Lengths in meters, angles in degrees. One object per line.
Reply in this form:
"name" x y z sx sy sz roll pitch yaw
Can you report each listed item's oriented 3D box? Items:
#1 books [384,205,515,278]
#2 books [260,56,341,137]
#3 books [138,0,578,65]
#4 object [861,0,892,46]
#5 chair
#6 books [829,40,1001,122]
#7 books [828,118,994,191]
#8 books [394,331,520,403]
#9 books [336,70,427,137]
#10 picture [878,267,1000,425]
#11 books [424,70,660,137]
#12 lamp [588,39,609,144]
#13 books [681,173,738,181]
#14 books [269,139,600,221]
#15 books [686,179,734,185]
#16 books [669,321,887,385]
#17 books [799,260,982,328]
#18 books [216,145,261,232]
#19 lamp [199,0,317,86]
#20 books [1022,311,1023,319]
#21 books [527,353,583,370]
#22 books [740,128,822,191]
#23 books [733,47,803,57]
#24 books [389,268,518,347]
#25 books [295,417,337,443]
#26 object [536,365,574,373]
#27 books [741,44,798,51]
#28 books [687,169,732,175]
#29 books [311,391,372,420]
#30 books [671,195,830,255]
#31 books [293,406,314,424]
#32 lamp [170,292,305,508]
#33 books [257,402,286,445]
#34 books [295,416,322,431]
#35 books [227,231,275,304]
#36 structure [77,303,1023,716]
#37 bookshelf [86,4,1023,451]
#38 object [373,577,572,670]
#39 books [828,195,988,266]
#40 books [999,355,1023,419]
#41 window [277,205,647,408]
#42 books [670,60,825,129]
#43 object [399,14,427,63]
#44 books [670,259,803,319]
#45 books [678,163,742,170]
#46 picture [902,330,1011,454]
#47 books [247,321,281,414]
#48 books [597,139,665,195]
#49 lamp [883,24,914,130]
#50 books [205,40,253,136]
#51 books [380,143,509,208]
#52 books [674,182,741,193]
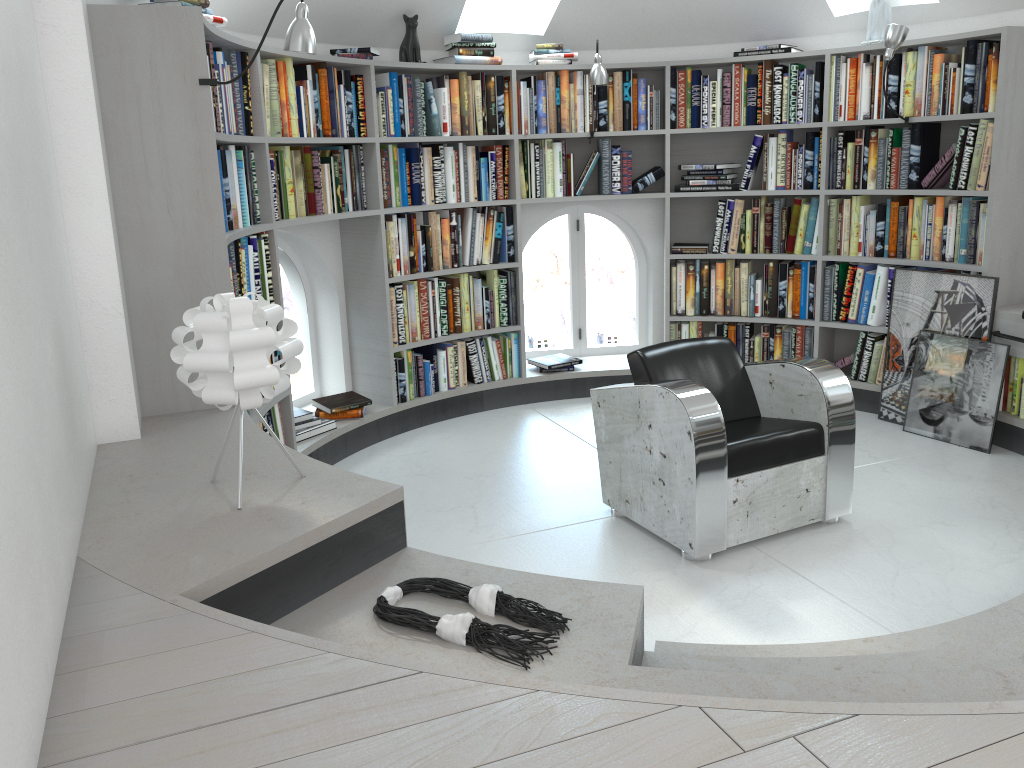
"books" -0.420 -0.860 5.262 1.000 0.349 0.298 -13 17 -37
"books" -1.127 -1.372 4.285 0.269 0.370 0.797 3 15 21
"books" -0.683 -1.757 4.525 0.749 0.172 2.827 9 18 38
"object" 2.004 -2.084 4.819 0.179 0.469 0.180 -5 13 -12
"chair" 0.875 0.214 3.767 0.824 0.715 0.745 -9 15 -26
"books" 2.190 -1.613 4.748 0.293 0.360 1.017 -13 18 -38
"books" 2.210 -1.238 4.824 0.280 0.356 1.056 -12 17 -34
"books" -0.394 -0.132 5.424 1.022 0.304 0.289 -13 17 -35
"books" -0.777 -1.520 4.855 0.265 0.344 0.685 11 19 44
"picture" 2.258 -0.168 4.736 0.090 0.857 0.581 -10 15 -30
"books" 0.165 -1.692 5.347 1.567 0.364 0.396 -6 14 -16
"lamp" 0.465 -1.696 5.174 0.113 0.563 0.360 -5 14 -14
"books" 1.237 -1.296 5.544 0.286 0.031 0.271 6 16 28
"books" -0.507 -1.159 4.949 2.537 0.368 0.593 -14 18 -39
"books" 1.238 -1.266 5.550 0.286 0.031 0.271 1 15 13
"books" 1.670 -0.235 5.508 1.499 0.309 0.361 6 16 30
"books" 2.193 -0.506 5.037 0.305 0.356 1.188 -13 18 -39
"books" -1.236 -0.769 3.520 0.303 0.345 1.095 -3 14 -6
"lamp" -0.884 -1.187 3.053 0.414 0.310 0.117 -8 14 -24
"books" 2.660 -0.308 4.093 0.366 0.042 0.390 -8 15 -21
"books" 0.279 -0.147 5.795 0.269 0.029 0.254 -11 17 -30
"books" 1.657 -1.346 5.326 0.553 0.348 0.257 4 15 24
"books" 1.530 -1.959 5.275 0.336 0.036 0.318 6 17 30
"books" -0.396 -0.488 5.357 1.034 0.355 0.294 -12 17 -35
"books" -1.184 0.233 4.626 0.388 0.042 0.367 8 17 34
"object" 0.280 -0.118 5.802 0.226 0.036 0.215 -3 14 -5
"books" 1.529 -1.987 5.268 0.248 0.027 0.234 10 19 40
"books" 1.236 -1.326 5.537 0.227 0.036 0.215 6 16 28
"books" -0.939 0.128 4.897 0.318 0.099 0.293 -7 15 -19
"books" 1.478 -0.981 5.456 0.974 0.350 0.253 3 14 20
"books" -1.187 0.170 4.612 0.227 0.036 0.214 12 20 43
"lamp" -0.705 0.027 2.318 0.306 0.521 0.307 -11 16 -32
"books" -1.190 0.308 3.803 0.283 0.317 0.924 -3 14 -3
"books" -1.186 0.200 4.618 0.286 0.031 0.270 12 20 43
"books" -1.178 -0.401 3.582 0.260 0.357 1.026 -3 14 -4
"structure" 0.850 0.251 3.647 4.712 0.689 4.738 4 16 23
"bookshelf" 0.308 -0.793 4.729 4.338 1.868 2.120 -8 15 -21
"object" -0.100 0.518 1.990 0.473 0.081 0.219 6 17 30
"books" 2.233 -0.866 4.908 0.276 0.345 1.024 -12 17 -35
"books" 2.648 0.092 4.101 0.272 0.296 1.154 -4 14 -7
"window" -0.472 -0.507 5.414 3.240 1.143 0.619 -12 17 -34
"books" 1.392 -1.733 5.322 0.970 0.365 0.308 4 15 21
"object" -0.557 -1.912 4.939 0.147 0.263 0.203 -8 15 -24
"books" 1.416 -0.619 5.580 0.872 0.348 0.273 3 14 20
"books" 1.235 -1.357 5.530 0.270 0.031 0.286 -14 19 -40
"picture" 2.290 0.032 4.593 0.107 0.552 0.491 -10 16 -30
"books" -1.120 0.198 3.450 0.391 0.691 1.651 -5 14 -11
"books" 0.748 -1.362 5.537 0.399 0.338 0.226 -2 13 -1
"lamp" 2.030 -1.586 4.598 0.276 0.522 0.113 -10 15 -30
"books" -1.235 -1.141 3.418 0.300 0.359 1.039 -3 14 -5
"books" -0.459 -1.235 5.211 1.031 0.357 0.302 -12 17 -35
"books" 1.239 -1.234 5.558 0.388 0.042 0.368 3 15 18
